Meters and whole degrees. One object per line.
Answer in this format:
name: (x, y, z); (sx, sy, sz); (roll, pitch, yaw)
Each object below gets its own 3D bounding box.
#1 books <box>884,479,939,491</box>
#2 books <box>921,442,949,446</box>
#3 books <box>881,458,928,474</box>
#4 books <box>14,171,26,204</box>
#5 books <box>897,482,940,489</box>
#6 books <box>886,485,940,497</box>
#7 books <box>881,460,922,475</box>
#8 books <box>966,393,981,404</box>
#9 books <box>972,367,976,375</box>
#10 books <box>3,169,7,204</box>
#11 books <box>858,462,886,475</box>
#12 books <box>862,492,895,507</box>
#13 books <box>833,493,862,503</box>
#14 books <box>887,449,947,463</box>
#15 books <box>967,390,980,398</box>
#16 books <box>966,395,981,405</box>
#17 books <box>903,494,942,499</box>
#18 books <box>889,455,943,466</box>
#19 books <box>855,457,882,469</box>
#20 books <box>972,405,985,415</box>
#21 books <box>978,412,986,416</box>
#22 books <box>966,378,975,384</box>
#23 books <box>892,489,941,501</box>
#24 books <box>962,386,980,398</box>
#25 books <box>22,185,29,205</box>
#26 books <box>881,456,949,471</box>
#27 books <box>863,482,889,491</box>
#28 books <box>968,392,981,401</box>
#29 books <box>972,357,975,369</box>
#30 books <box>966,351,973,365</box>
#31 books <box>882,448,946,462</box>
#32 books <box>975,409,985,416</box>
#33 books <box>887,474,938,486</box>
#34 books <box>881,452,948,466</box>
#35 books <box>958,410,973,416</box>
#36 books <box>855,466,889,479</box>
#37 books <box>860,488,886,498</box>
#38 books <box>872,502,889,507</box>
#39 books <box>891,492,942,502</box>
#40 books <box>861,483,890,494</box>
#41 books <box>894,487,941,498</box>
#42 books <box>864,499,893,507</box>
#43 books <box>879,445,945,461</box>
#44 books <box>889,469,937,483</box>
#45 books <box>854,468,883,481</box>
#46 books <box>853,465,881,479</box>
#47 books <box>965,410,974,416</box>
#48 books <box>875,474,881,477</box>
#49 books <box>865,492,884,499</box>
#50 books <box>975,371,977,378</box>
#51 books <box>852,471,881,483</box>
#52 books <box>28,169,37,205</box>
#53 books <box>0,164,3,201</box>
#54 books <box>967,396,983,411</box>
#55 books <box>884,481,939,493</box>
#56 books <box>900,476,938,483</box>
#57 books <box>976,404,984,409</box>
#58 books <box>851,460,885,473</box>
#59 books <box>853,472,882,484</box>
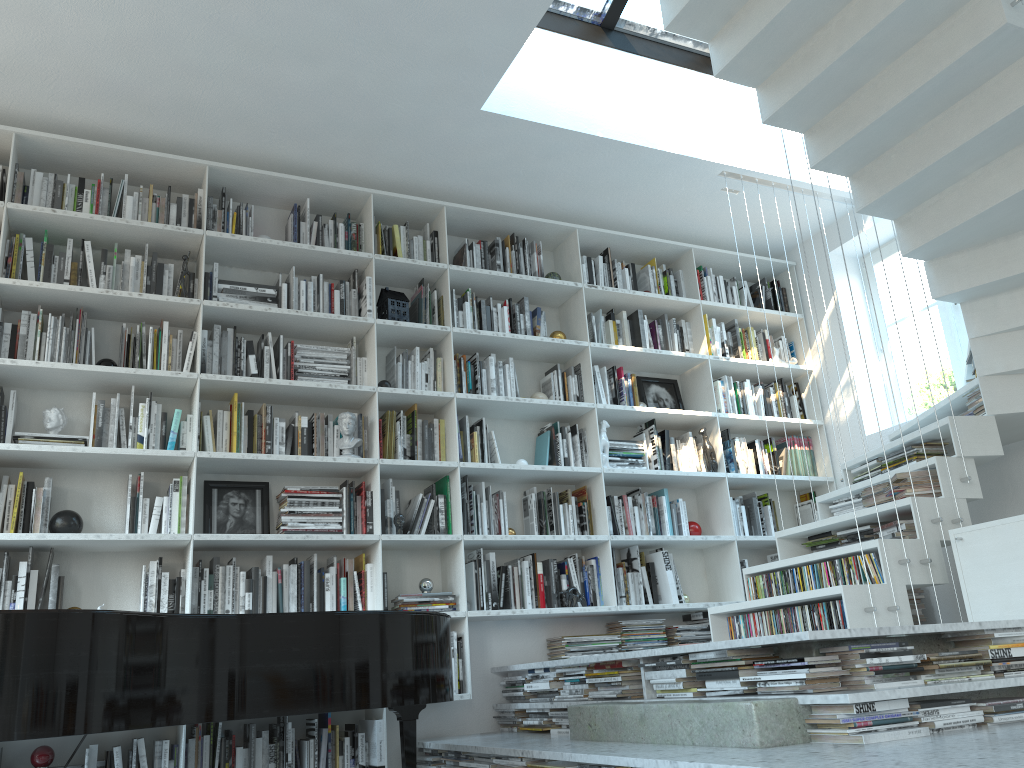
books: (1.815, 0.443, 3.916); (0.295, 0.007, 0.146); (-7, -19, 8)
books: (1.947, 0.324, 4.271); (0.134, 0.007, 0.299); (1, -19, -16)
books: (1.921, 0.393, 4.240); (0.191, 0.014, 0.244); (0, -19, -13)
books: (-2.303, -0.850, 4.145); (0.029, 0.236, 0.156); (4, -20, -25)
books: (1.818, 0.463, 3.925); (0.232, 0.011, 0.172); (-8, -19, 10)
books: (1.816, 0.466, 3.908); (0.295, 0.006, 0.147); (-7, -19, 8)
books: (1.923, 0.406, 4.236); (0.182, 0.013, 0.288); (0, -19, -12)
books: (2.253, 0.056, 4.059); (0.285, 0.007, 0.160); (-4, -19, 0)
books: (2.248, -0.090, 4.045); (0.256, 0.010, 0.163); (-10, -20, 18)
books: (-2.364, -0.855, 4.140); (0.039, 0.251, 0.147); (4, -20, -25)
books: (1.913, 0.437, 4.544); (0.136, 0.017, 0.299); (-1, -19, -10)
books: (1.784, 0.538, 4.147); (0.178, 0.035, 0.222); (3, -20, -20)
books: (1.733, 0.575, 4.443); (0.157, 0.014, 0.181); (6, -21, -27)
books: (1.940, 0.353, 4.259); (0.144, 0.011, 0.258); (2, -20, -18)
books: (2.251, 0.031, 4.056); (0.266, 0.008, 0.164); (-2, -19, -6)
books: (2.254, 0.061, 4.055); (0.290, 0.006, 0.149); (-5, -19, 3)
books: (1.821, 0.511, 3.910); (0.215, 0.013, 0.190); (-6, -19, 6)
books: (1.938, 0.371, 4.252); (0.154, 0.014, 0.197); (0, -19, -13)
books: (1.894, 0.408, 4.550); (0.165, 0.014, 0.236); (-1, -19, -9)
books: (2.257, 0.099, 4.036); (0.238, 0.018, 0.174); (-4, -19, 1)
books: (2.259, 0.126, 4.028); (0.241, 0.008, 0.168); (-5, -19, 2)
books: (2.349, -0.010, 4.292); (0.226, 0.012, 0.284); (-18, -23, 34)
books: (1.820, 0.493, 3.914); (0.222, 0.011, 0.181); (-6, -19, 5)
books: (2.251, 0.028, 4.071); (0.300, 0.007, 0.159); (-4, -19, -1)
books: (-2.284, -0.818, 4.161); (0.024, 0.182, 0.134); (4, -20, -25)
books: (1.928, 0.382, 4.246); (0.187, 0.009, 0.262); (1, -19, -15)
books: (1.773, 0.484, 4.184); (0.155, 0.009, 0.155); (5, -21, -25)
books: (2.252, 0.049, 4.074); (0.262, 0.016, 0.132); (-3, -19, -3)
books: (2.256, -0.123, 4.080); (0.251, 0.017, 0.135); (-12, -20, 22)
books: (2.241, -0.145, 4.056); (0.283, 0.012, 0.175); (-10, -20, 18)
books: (1.929, 0.343, 4.260); (0.174, 0.009, 0.241); (1, -19, -16)
books: (2.258, 0.114, 4.030); (0.223, 0.015, 0.180); (-4, -19, -2)
books: (1.813, 0.422, 3.925); (0.254, 0.005, 0.161); (-6, -19, 6)
books: (1.927, 0.361, 4.253); (0.176, 0.007, 0.255); (2, -20, -17)
books: (2.271, 0.142, 4.286); (0.182, 0.016, 0.199); (-3, -19, -5)
books: (1.894, 0.454, 4.535); (0.162, 0.008, 0.291); (-2, -19, -7)
books: (1.777, 0.508, 4.170); (0.218, 0.012, 0.156); (-1, -19, -10)
books: (1.776, 0.574, 4.164); (0.139, 0.013, 0.155); (4, -20, -23)
books: (1.822, 0.505, 3.923); (0.254, 0.007, 0.189); (-5, -19, 1)
books: (1.776, 0.495, 4.175); (0.166, 0.017, 0.191); (4, -20, -22)
books: (1.817, 0.476, 3.905); (0.214, 0.014, 0.139); (-5, -19, 1)
books: (1.784, 0.558, 4.145); (0.188, 0.005, 0.182); (5, -21, -25)
books: (1.920, 0.333, 4.261); (0.191, 0.013, 0.244); (1, -19, -15)
books: (1.813, 0.411, 3.937); (0.234, 0.025, 0.158); (-8, -19, 11)
books: (1.892, 0.463, 4.531); (0.171, 0.011, 0.232); (1, -19, -15)
books: (1.893, 0.448, 4.537); (0.168, 0.005, 0.293); (-2, -19, -8)
books: (2.273, 0.152, 4.282); (0.192, 0.006, 0.300); (-4, -19, -1)
books: (1.896, 0.492, 4.522); (0.166, 0.018, 0.265); (-2, -19, -7)
books: (1.771, 0.526, 4.183); (0.159, 0.012, 0.129); (-1, -19, -11)
books: (2.251, -0.068, 4.040); (0.250, 0.017, 0.181); (-12, -20, 22)
books: (1.892, 0.471, 4.528); (0.170, 0.006, 0.269); (1, -19, -15)
books: (-2.271, -0.858, 4.194); (0.021, 0.278, 0.141); (4, -20, -25)
books: (-2.390, -0.864, 4.113); (0.031, 0.253, 0.179); (4, -20, -25)
books: (2.250, 0.072, 4.040); (0.262, 0.023, 0.201); (-4, -19, 1)
books: (1.815, 0.449, 3.913); (0.295, 0.007, 0.146); (-6, -19, 4)
books: (1.816, 0.437, 3.936); (0.184, 0.016, 0.179); (-5, -19, 2)
books: (2.256, 0.091, 4.050); (0.208, 0.008, 0.144); (-2, -19, -6)
books: (1.886, 0.422, 4.544); (0.190, 0.015, 0.231); (0, -19, -12)
books: (1.894, 0.477, 4.527); (0.184, 0.006, 0.263); (-1, -19, -11)
